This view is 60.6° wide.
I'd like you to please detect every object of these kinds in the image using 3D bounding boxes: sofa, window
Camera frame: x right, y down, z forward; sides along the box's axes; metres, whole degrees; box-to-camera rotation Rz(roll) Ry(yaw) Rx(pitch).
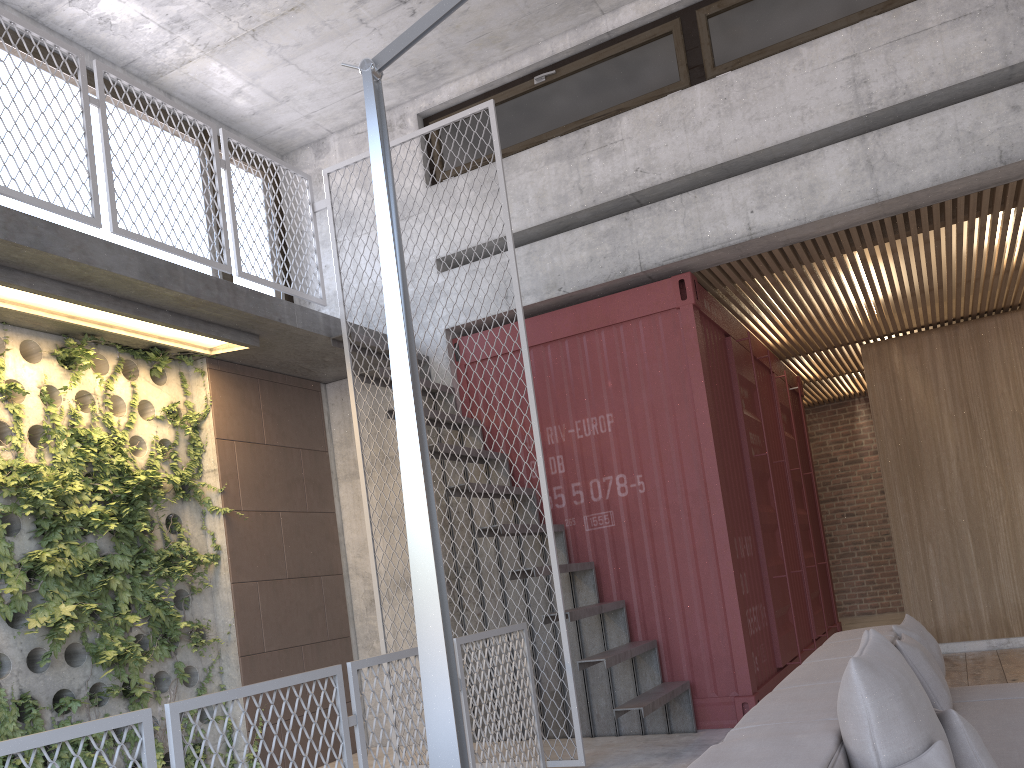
[{"bbox_3d":[2.328,1.090,2.437,3.047,0.771,3.026,-14,-14,25],"label":"sofa"},{"bbox_3d":[-2.711,-1.222,5.780,0.111,1.714,3.600,-10,-11,25],"label":"window"},{"bbox_3d":[3.053,-2.738,5.065,8.537,0.600,0.113,-14,-7,26],"label":"window"}]

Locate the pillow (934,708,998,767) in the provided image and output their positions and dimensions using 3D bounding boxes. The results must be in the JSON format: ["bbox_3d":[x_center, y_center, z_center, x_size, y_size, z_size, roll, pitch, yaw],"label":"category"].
[{"bbox_3d":[1.150,0.997,2.271,0.169,0.365,0.384,-8,-9,-1],"label":"pillow"}]

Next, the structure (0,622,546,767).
[{"bbox_3d":[-1.698,1.787,3.699,1.949,0.917,4.471,-13,-13,25],"label":"structure"}]

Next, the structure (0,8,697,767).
[{"bbox_3d":[-1.197,0.453,5.041,3.071,4.243,3.710,-11,-9,25],"label":"structure"}]

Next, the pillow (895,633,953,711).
[{"bbox_3d":[1.761,1.246,3.750,0.189,0.352,0.373,-11,-9,25],"label":"pillow"}]

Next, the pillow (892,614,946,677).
[{"bbox_3d":[1.915,1.271,4.113,0.190,0.360,0.364,-11,-9,30],"label":"pillow"}]

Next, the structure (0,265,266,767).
[{"bbox_3d":[-2.374,1.171,4.967,1.016,3.757,2.644,-10,-8,25],"label":"structure"}]

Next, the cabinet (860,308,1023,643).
[{"bbox_3d":[5.312,1.206,10.275,1.534,3.072,3.788,-11,-10,25],"label":"cabinet"}]

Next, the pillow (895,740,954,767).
[{"bbox_3d":[0.840,0.959,1.808,0.367,0.370,0.154,-3,-8,-31],"label":"pillow"}]

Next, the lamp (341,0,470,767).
[{"bbox_3d":[0.601,-0.063,2.152,2.644,3.371,0.761,-10,-5,14],"label":"lamp"}]

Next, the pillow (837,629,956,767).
[{"bbox_3d":[0.928,0.883,2.094,0.224,0.547,0.567,-11,-9,27],"label":"pillow"}]
